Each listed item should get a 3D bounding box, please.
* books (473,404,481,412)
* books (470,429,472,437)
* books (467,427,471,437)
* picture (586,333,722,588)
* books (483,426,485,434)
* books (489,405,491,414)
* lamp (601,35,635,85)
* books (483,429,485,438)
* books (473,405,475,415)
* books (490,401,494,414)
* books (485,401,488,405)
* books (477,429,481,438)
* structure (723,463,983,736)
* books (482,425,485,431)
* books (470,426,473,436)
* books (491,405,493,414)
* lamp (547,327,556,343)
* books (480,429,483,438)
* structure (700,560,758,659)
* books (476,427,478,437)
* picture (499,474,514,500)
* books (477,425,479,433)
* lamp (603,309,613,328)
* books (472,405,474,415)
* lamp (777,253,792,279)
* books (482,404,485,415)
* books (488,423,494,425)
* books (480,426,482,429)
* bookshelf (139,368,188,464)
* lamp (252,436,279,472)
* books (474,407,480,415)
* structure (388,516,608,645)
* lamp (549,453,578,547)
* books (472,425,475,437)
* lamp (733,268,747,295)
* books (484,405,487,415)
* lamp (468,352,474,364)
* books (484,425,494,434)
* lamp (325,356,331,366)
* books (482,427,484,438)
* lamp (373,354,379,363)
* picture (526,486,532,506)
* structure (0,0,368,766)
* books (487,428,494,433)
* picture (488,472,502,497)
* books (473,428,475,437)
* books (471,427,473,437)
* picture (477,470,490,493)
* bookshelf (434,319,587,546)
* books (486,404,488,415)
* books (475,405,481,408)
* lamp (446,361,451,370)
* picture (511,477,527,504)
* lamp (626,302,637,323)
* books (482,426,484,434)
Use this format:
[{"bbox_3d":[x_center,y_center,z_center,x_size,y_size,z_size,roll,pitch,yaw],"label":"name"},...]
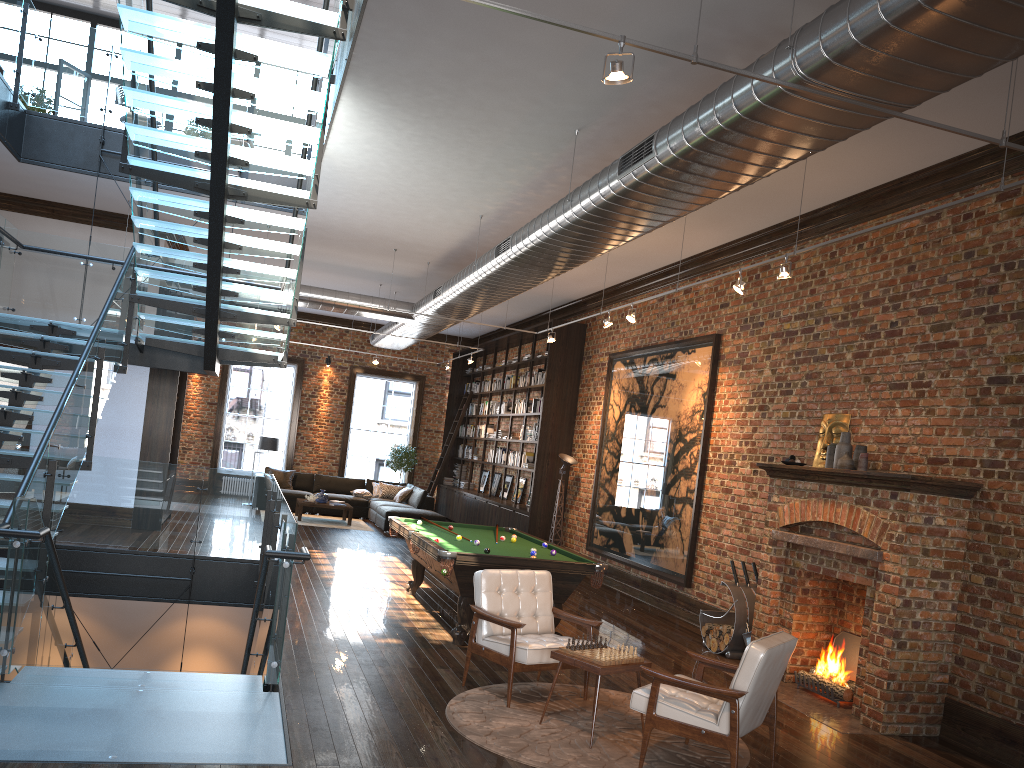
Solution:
[{"bbox_3d":[-0.799,0.610,20.638,0.191,0.281,0.006,7,0,-17],"label":"books"},{"bbox_3d":[-0.873,1.153,20.650,0.176,0.195,0.031,7,0,-17],"label":"books"},{"bbox_3d":[-0.935,1.143,20.804,0.232,0.224,0.024,7,0,-17],"label":"books"},{"bbox_3d":[1.787,0.970,11.926,0.080,2.999,3.198,7,-2,-16],"label":"picture"},{"bbox_3d":[-0.541,1.072,19.561,0.181,0.261,0.010,7,0,-17],"label":"books"},{"bbox_3d":[-0.401,0.576,19.263,0.192,0.226,0.025,7,0,-17],"label":"books"},{"bbox_3d":[0.465,-1.396,3.855,0.114,0.230,0.113,7,-1,-27],"label":"lamp"},{"bbox_3d":[-0.538,1.097,19.537,0.181,0.209,0.013,7,0,-17],"label":"books"},{"bbox_3d":[-0.802,0.621,20.610,0.184,0.254,0.046,7,0,-17],"label":"books"},{"bbox_3d":[-0.372,0.530,19.201,0.184,0.313,0.013,7,0,-17],"label":"books"},{"bbox_3d":[-0.516,0.550,19.677,0.172,0.315,0.013,7,0,-17],"label":"books"},{"bbox_3d":[-0.657,1.112,19.866,0.236,0.202,0.046,8,0,-17],"label":"books"},{"bbox_3d":[2.634,1.661,7.325,0.889,1.905,1.997,7,-2,-16],"label":"structure"},{"bbox_3d":[-0.568,1.065,19.649,0.184,0.283,0.011,7,0,-17],"label":"books"},{"bbox_3d":[-0.889,1.124,20.744,0.180,0.263,0.015,7,0,-17],"label":"books"},{"bbox_3d":[-0.353,0.575,19.128,0.183,0.218,0.034,7,0,-17],"label":"books"},{"bbox_3d":[0.564,-0.688,12.558,0.113,0.230,0.114,7,-1,-2],"label":"lamp"},{"bbox_3d":[-0.615,1.111,19.820,0.186,0.208,0.017,7,0,-17],"label":"books"},{"bbox_3d":[2.299,2.222,8.734,0.539,0.918,0.926,7,-2,-16],"label":"structure"},{"bbox_3d":[-0.721,1.115,20.185,0.172,0.232,0.015,7,0,-17],"label":"books"},{"bbox_3d":[-0.111,2.078,17.901,0.113,0.497,0.507,7,-2,-16],"label":"picture"},{"bbox_3d":[-0.688,1.086,20.082,0.188,0.281,0.014,7,0,-17],"label":"books"},{"bbox_3d":[1.155,-0.776,10.581,0.114,0.230,0.113,7,-1,-37],"label":"lamp"},{"bbox_3d":[-0.829,0.628,20.685,0.189,0.246,0.005,7,0,-17],"label":"books"},{"bbox_3d":[2.191,-0.939,7.104,0.117,0.212,0.117,6,-1,25],"label":"lamp"},{"bbox_3d":[-0.566,0.586,19.822,0.175,0.256,0.027,7,0,-17],"label":"books"},{"bbox_3d":[-0.491,1.036,19.474,0.162,0.331,0.006,7,0,-17],"label":"books"},{"bbox_3d":[-0.642,1.087,19.915,0.178,0.264,0.041,7,0,-17],"label":"books"},{"bbox_3d":[-5.335,0.401,13.656,0.402,3.514,1.779,7,-1,-16],"label":"bookshelf"},{"bbox_3d":[-5.260,1.829,18.500,0.686,1.466,0.420,7,0,13],"label":"lamp"},{"bbox_3d":[-0.786,0.642,20.547,0.186,0.210,0.069,7,0,-17],"label":"books"},{"bbox_3d":[-0.329,1.970,9.009,1.557,0.850,2.955,8,-4,-16],"label":"structure"},{"bbox_3d":[0.780,2.018,14.074,0.426,1.826,0.505,7,0,-11],"label":"lamp"},{"bbox_3d":[-0.833,1.108,20.546,0.164,0.277,0.013,7,0,-17],"label":"books"},{"bbox_3d":[1.993,-0.901,7.764,0.114,0.230,0.113,7,-1,-42],"label":"lamp"},{"bbox_3d":[-0.512,0.586,19.654,0.182,0.242,0.035,7,0,-17],"label":"books"},{"bbox_3d":[-0.782,-0.490,17.045,0.114,0.230,0.113,7,-1,-41],"label":"lamp"},{"bbox_3d":[-0.509,1.054,19.448,0.189,0.287,0.013,7,0,-17],"label":"books"},{"bbox_3d":[-4.290,-0.540,20.736,0.126,0.236,0.155,7,-1,-16],"label":"lamp"},{"bbox_3d":[-0.559,1.077,19.594,0.184,0.251,0.014,7,0,-17],"label":"books"},{"bbox_3d":[-2.999,-0.552,19.578,0.113,0.230,0.114,6,-1,43],"label":"lamp"},{"bbox_3d":[0.410,2.000,16.153,0.113,0.497,0.507,7,-2,-16],"label":"picture"},{"bbox_3d":[-3.468,0.116,7.395,3.586,14.486,7.031,7,-1,-16],"label":"structure"},{"bbox_3d":[-0.480,1.082,19.404,0.148,0.232,0.036,7,0,-17],"label":"books"},{"bbox_3d":[-0.352,2.114,18.709,0.113,0.497,0.507,7,-2,-16],"label":"picture"},{"bbox_3d":[-0.792,1.132,20.415,0.173,0.217,0.036,7,0,-17],"label":"books"},{"bbox_3d":[-0.839,1.122,20.584,0.187,0.253,0.017,7,0,-17],"label":"books"},{"bbox_3d":[-0.632,2.156,19.649,0.113,0.497,0.507,7,-2,-16],"label":"picture"},{"bbox_3d":[-0.332,1.115,18.170,0.602,3.994,7.404,7,-3,-16],"label":"bookshelf"},{"bbox_3d":[-0.476,0.557,19.567,0.156,0.293,0.026,7,0,-17],"label":"books"},{"bbox_3d":[-0.782,0.625,20.568,0.167,0.249,0.079,7,0,-17],"label":"books"},{"bbox_3d":[-1.355,-0.405,18.966,0.113,0.230,0.114,7,-1,23],"label":"lamp"},{"bbox_3d":[0.138,2.041,17.066,0.113,0.497,0.507,7,-2,-16],"label":"picture"},{"bbox_3d":[1.347,-0.804,9.944,0.113,0.230,0.114,7,-1,13],"label":"lamp"},{"bbox_3d":[-0.564,1.072,19.605,0.190,0.263,0.010,7,0,-17],"label":"books"}]
